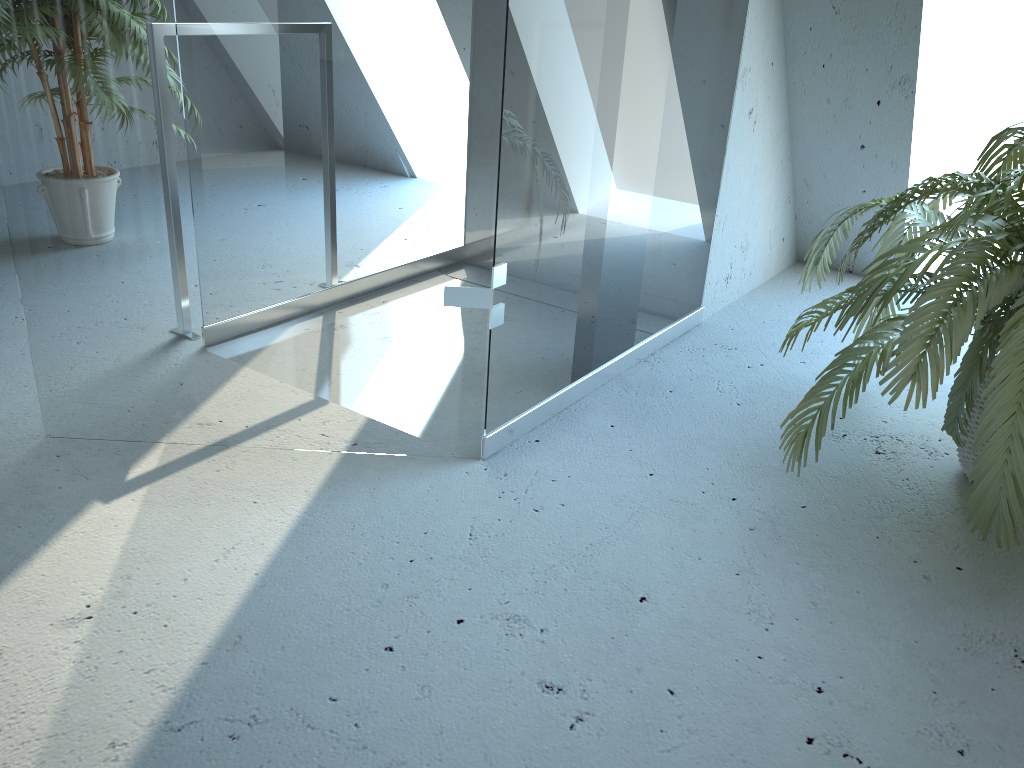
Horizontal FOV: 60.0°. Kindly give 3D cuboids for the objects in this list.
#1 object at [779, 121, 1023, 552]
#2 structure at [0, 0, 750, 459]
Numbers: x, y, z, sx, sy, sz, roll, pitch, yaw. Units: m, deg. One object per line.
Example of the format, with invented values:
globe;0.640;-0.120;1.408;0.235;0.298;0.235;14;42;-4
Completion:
object;1.182;-0.171;1.916;1.112;0.893;1.132;8;25;10
structure;-0.304;-1.047;2.159;1.184;2.114;1.835;19;29;30
